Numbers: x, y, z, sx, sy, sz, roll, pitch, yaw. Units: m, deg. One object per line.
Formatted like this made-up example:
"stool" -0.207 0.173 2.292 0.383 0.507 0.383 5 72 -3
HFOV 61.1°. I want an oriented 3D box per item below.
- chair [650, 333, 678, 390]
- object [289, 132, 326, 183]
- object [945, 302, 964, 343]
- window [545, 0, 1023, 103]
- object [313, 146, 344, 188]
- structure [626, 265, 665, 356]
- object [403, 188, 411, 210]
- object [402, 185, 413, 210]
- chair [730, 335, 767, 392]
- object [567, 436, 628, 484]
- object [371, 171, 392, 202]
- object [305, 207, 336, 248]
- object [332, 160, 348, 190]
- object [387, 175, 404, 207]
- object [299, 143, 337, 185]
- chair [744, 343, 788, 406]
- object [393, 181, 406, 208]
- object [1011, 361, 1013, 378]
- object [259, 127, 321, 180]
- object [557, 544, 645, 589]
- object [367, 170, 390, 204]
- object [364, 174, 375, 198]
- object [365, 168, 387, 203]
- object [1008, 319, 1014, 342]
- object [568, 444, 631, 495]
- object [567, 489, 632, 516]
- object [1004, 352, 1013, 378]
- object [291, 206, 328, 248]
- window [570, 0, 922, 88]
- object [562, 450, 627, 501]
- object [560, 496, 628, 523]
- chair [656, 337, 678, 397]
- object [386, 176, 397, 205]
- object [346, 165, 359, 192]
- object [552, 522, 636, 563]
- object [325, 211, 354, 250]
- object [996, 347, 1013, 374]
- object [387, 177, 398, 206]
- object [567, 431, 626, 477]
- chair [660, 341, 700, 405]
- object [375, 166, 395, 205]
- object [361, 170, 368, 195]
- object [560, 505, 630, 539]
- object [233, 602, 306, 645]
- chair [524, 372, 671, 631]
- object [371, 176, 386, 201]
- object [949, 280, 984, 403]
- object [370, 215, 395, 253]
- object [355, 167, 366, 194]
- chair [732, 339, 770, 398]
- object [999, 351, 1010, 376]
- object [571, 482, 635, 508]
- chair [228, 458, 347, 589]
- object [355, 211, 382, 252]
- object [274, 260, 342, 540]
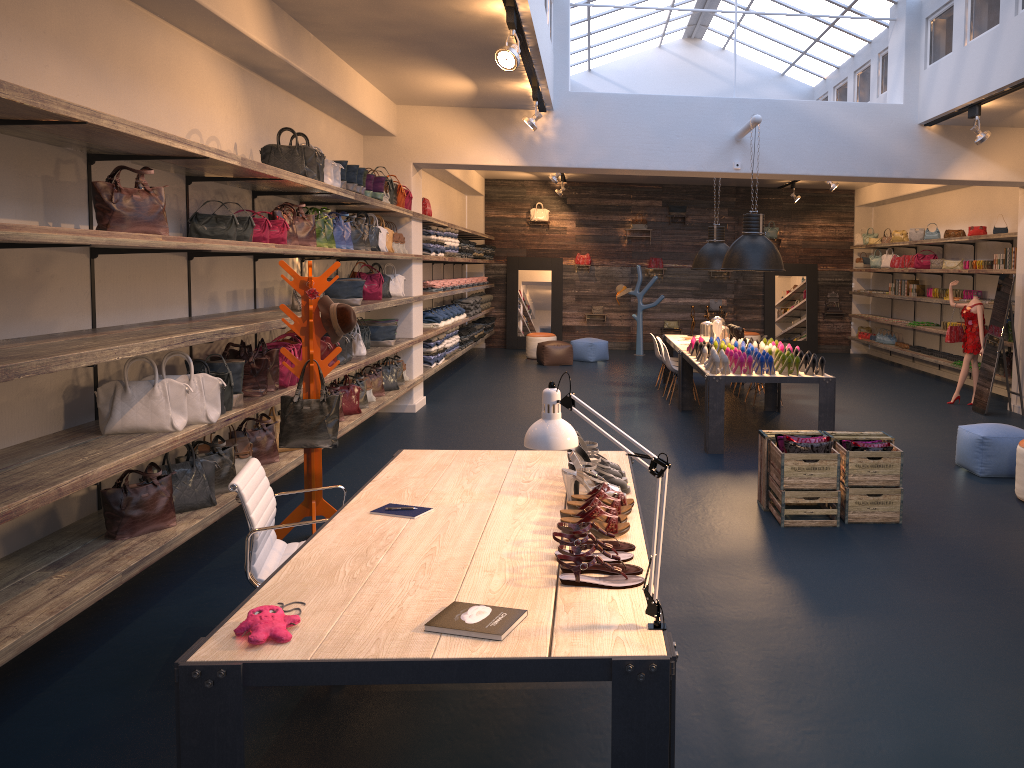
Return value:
"chair" 2.269 -0.334 12.617 0.549 0.797 0.464 1 5 -1
"object" -1.615 -1.698 6.516 0.428 0.384 0.192 1 5 -2
"object" 6.044 -0.838 11.817 0.341 0.550 0.084 -2 4 -26
"window" 2.597 -3.905 9.331 4.487 0.648 11.365 2 8 4
"object" -1.561 -1.727 6.935 0.434 0.330 0.189 0 5 -7
"structure" 2.601 -1.477 17.374 0.906 1.799 0.184 3 4 25
"object" -1.271 -2.069 9.720 0.242 0.282 0.321 5 7 37
"object" -1.275 -2.102 9.821 0.268 0.309 0.201 -3 6 -38
"chair" 3.449 -0.316 12.685 0.545 0.797 0.468 1 5 1
"object" 0.390 0.349 3.946 0.281 0.222 0.118 1 5 -2
"object" -1.364 -1.982 8.767 0.299 0.351 0.134 0 4 -6
"object" -1.550 -1.253 6.963 0.200 0.337 0.407 5 7 39
"object" -1.506 -1.713 7.115 0.321 0.243 0.193 3 6 18
"object" -1.329 -2.086 9.417 0.274 0.383 0.209 -4 6 -41
"object" -1.578 -1.700 6.731 0.437 0.330 0.188 0 5 -9
"chair" 3.330 -0.138 11.350 0.558 0.797 0.457 0 5 -7
"object" -1.317 -2.078 9.551 0.274 0.329 0.209 -4 7 -41
"object" 6.802 -0.234 11.549 0.371 0.337 0.220 1 5 5
"object" -1.614 -1.672 6.323 0.436 0.384 0.188 0 5 -8
"object" 0.283 0.572 2.766 0.280 0.090 0.215 1 7 -1
"object" -1.382 -1.955 8.594 0.344 0.333 0.169 2 5 9
"object" -1.478 -1.828 8.024 0.426 0.234 0.175 0 5 -7
"object" -1.397 -1.933 8.428 0.344 0.333 0.169 2 5 9
"object" 6.765 -0.733 11.566 0.346 0.354 0.161 1 4 -3
"object" 0.382 0.370 3.789 0.290 0.222 0.115 0 5 -13
"object" 0.346 0.472 3.419 0.266 0.116 0.098 0 6 -10
"object" 6.785 -0.264 11.703 0.346 0.354 0.161 1 4 -3
"object" -1.570 -1.209 6.695 0.182 0.321 0.409 5 7 40
"window" 2.265 -4.371 5.732 4.327 0.833 18.846 2 8 4
"object" 0.348 0.389 3.649 0.290 0.222 0.115 0 5 -12
"object" 0.314 0.486 3.309 0.253 0.116 0.103 2 6 6
"chair" 2.250 -0.243 11.947 0.535 0.797 0.476 1 5 8
"object" -1.396 -2.027 9.081 0.263 0.336 0.317 6 7 43
"object" -1.488 -1.733 7.305 0.418 0.231 0.178 1 5 0
"object" 0.287 0.540 3.002 0.280 0.090 0.225 2 7 3
"object" -1.502 -1.323 7.489 0.200 0.337 0.407 5 7 39
"object" 6.865 -0.330 12.072 0.364 0.388 0.184 2 5 12
"object" -1.400 -2.053 9.270 0.371 0.337 0.220 1 5 5
"object" 0.397 0.331 4.079 0.282 0.222 0.118 1 5 -3
"chair" 2.188 -0.154 11.283 0.549 0.797 0.464 1 5 -1
"object" -1.352 -2.028 8.904 0.299 0.408 0.134 0 4 -6
"object" -1.481 -1.779 7.662 0.426 0.234 0.175 0 5 -7
"object" 0.308 0.502 3.190 0.265 0.116 0.098 0 6 -9
"object" -0.649 0.629 2.351 0.160 0.050 0.304 1 8 -2
"chair" 0.262 0.345 2.554 0.513 0.742 0.180 5 6 38
"object" -1.399 -1.854 8.228 0.418 0.234 0.178 1 5 0
"object" 6.128 -0.545 11.587 0.366 1.657 0.706 -1 5 -19
"object" -1.375 -1.537 8.877 0.178 0.384 0.461 4 7 39
"object" -1.473 -1.756 7.477 0.429 0.231 0.174 0 5 -9
"chair" 3.326 -0.229 12.020 0.549 0.797 0.464 1 5 -1
"object" 6.834 -0.281 11.900 0.371 0.337 0.221 2 5 5
"object" 0.371 0.457 3.536 0.256 0.116 0.101 1 5 2
"chair" -0.867 0.775 3.802 0.710 0.833 0.658 -1 6 -20
"object" -1.426 -1.457 8.286 0.178 0.384 0.461 4 7 39
"object" -1.186 0.136 5.149 0.417 1.721 0.475 3 5 27
